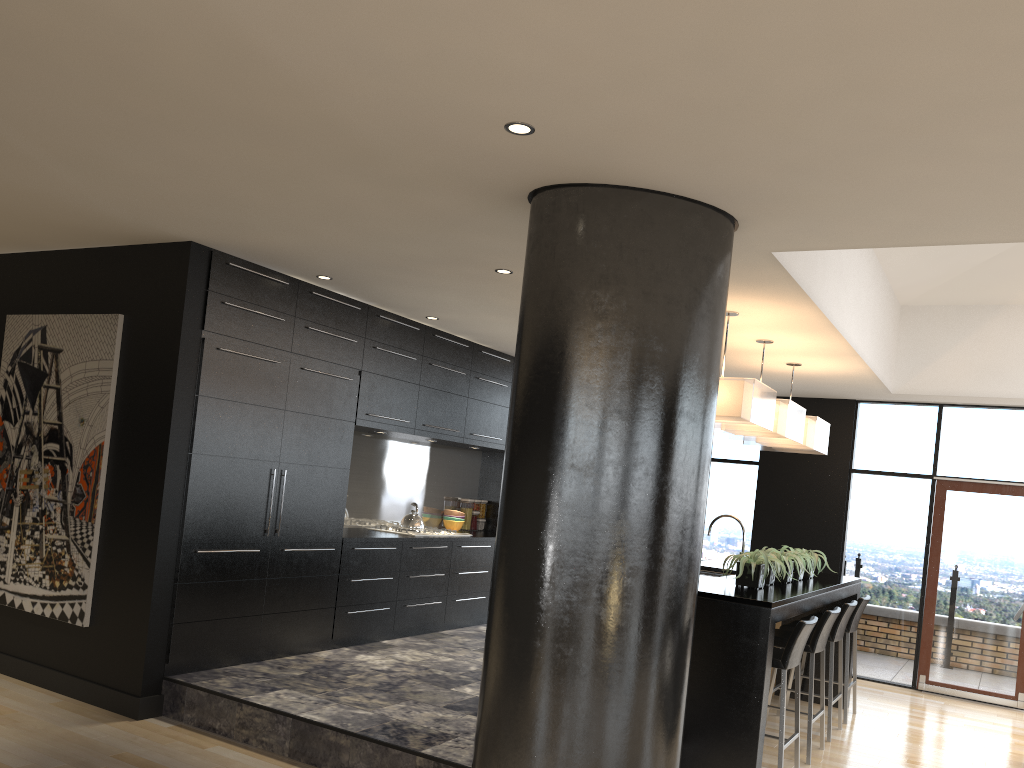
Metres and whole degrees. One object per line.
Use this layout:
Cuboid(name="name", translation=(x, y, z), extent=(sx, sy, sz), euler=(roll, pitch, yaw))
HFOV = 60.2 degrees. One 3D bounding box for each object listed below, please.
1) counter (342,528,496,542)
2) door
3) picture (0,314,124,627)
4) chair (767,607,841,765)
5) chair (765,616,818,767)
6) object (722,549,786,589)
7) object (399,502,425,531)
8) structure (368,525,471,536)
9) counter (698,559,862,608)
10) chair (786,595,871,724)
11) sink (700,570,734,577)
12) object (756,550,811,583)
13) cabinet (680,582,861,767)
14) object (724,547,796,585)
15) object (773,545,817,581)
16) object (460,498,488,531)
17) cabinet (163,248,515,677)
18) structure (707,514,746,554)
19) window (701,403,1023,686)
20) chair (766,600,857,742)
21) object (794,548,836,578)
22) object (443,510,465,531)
Cuboid(name="counter", translation=(-0.822, 1.326, 7.781), extent=(0.728, 0.033, 2.886), euler=(2, -7, 30))
Cuboid(name="door", translation=(4.306, 1.904, 8.121), extent=(0.894, 1.986, 0.096), euler=(5, -1, 30))
Cuboid(name="picture", translation=(-2.917, 0.497, 5.560), extent=(1.151, 1.866, 0.077), euler=(5, -2, 30))
Cuboid(name="chair", translation=(1.832, 1.920, 5.804), extent=(0.517, 0.960, 0.479), euler=(5, -2, 30))
Cuboid(name="chair", translation=(1.444, 1.802, 5.121), extent=(0.517, 0.960, 0.479), euler=(5, -2, 30))
Cuboid(name="object", translation=(1.430, 1.118, 5.390), extent=(0.409, 0.238, 0.397), euler=(10, -6, -35))
Cuboid(name="object", translation=(-0.844, 1.122, 7.518), extent=(0.220, 0.229, 0.223), euler=(4, -4, 23))
Cuboid(name="structure", translation=(-0.804, 1.304, 7.771), extent=(0.519, 0.066, 0.908), euler=(2, -7, 30))
Cuboid(name="counter", translation=(1.622, 1.374, 6.267), extent=(1.176, 0.031, 3.142), euler=(2, -7, 30))
Cuboid(name="chair", translation=(2.511, 2.126, 6.995), extent=(0.517, 0.960, 0.479), euler=(5, -2, 30))
Cuboid(name="sink", translation=(1.384, 1.454, 6.347), extent=(0.459, 0.159, 0.930), euler=(3, -7, 30))
Cuboid(name="object", translation=(1.888, 1.257, 6.097), extent=(0.409, 0.216, 0.397), euler=(10, -6, -35))
Cuboid(name="cabinet", translation=(1.566, 1.904, 6.258), extent=(1.176, 1.032, 3.142), euler=(4, -6, 30))
Cuboid(name="object", translation=(1.654, 1.180, 5.733), extent=(0.400, 0.238, 0.406), euler=(9, -6, -35))
Cuboid(name="object", translation=(2.074, 1.303, 6.425), extent=(0.409, 0.238, 0.397), euler=(10, -6, -35))
Cuboid(name="object", translation=(-0.398, 1.328, 8.953), extent=(0.113, 0.314, 0.368), euler=(5, -4, 30))
Cuboid(name="cabinet", translation=(-0.753, 0.875, 7.778), extent=(0.726, 2.512, 5.778), euler=(5, -5, 30))
Cuboid(name="structure", translation=(1.360, 1.436, 6.412), extent=(0.653, 1.013, 2.801), euler=(5, -6, 30))
Cuboid(name="window", translation=(3.913, -0.332, 1.012), extent=(10.102, 4.762, 16.020), euler=(4, -6, 17))
Cuboid(name="chair", translation=(2.178, 2.025, 6.410), extent=(0.517, 0.960, 0.479), euler=(5, -2, 30))
Cuboid(name="object", translation=(2.215, 1.370, 6.789), extent=(0.400, 0.216, 0.406), euler=(10, -6, -35))
Cuboid(name="object", translation=(-0.569, 1.331, 8.615), extent=(0.184, 0.204, 0.206), euler=(4, -4, 31))
